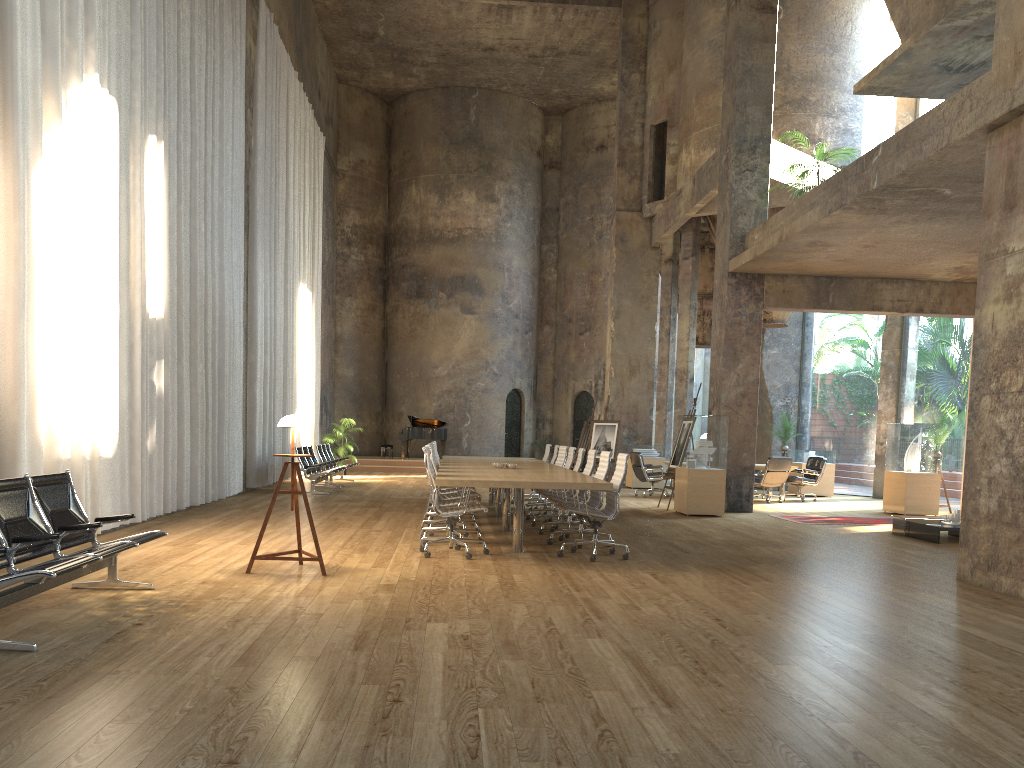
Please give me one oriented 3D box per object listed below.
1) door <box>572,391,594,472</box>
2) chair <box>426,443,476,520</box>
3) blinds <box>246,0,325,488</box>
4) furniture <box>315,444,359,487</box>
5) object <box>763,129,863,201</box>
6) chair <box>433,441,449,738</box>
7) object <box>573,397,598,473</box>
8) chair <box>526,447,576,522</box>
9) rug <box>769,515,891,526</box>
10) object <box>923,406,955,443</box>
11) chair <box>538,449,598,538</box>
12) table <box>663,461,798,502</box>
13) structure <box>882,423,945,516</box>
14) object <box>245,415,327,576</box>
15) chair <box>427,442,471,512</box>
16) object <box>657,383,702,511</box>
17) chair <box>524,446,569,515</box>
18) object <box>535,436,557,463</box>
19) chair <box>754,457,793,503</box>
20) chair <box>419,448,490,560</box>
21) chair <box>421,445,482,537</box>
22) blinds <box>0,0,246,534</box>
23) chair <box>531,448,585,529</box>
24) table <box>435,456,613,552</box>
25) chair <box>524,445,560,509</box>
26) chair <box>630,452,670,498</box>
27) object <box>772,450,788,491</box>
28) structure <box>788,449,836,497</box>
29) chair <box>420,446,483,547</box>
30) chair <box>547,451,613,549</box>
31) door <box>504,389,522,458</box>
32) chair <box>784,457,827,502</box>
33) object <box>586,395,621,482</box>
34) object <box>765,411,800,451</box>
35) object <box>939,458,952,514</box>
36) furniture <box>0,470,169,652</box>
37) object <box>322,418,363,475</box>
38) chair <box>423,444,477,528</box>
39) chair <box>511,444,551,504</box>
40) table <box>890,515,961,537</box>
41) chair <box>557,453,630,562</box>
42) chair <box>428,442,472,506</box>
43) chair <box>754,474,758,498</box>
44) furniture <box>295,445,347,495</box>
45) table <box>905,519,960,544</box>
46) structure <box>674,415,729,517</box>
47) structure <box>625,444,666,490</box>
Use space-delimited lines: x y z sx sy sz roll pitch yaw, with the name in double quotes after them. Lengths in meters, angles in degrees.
2.342 1.536 28.396 0.898 2.651 0.110 5 5 38 "door"
-0.836 1.327 12.004 0.699 1.033 0.661 2 2 4 "chair"
-4.732 -2.265 19.250 0.275 8.704 7.787 1 1 -3 "blinds"
-3.732 1.722 18.887 0.708 0.846 1.864 2 -2 -4 "furniture"
4.648 -2.878 13.445 1.401 1.822 1.349 2 2 2 "object"
1.806 1.572 14.895 12.952 1.038 31.381 2 -3 -4 "chair"
1.822 1.402 21.470 0.683 2.163 0.697 3 4 22 "object"
0.552 1.378 12.200 0.699 1.033 0.661 2 2 1 "chair"
5.344 2.091 13.439 2.462 0.009 1.341 2 -3 -4 "rug"
7.414 0.829 15.375 0.688 0.946 0.854 1 1 -13 "object"
0.674 1.282 10.430 0.699 1.033 0.661 2 2 1 "chair"
4.319 1.949 17.571 2.410 0.705 1.100 2 -1 -4 "table"
6.793 1.447 14.904 0.594 1.559 0.737 1 3 -4 "structure"
-1.722 0.903 7.168 0.569 1.307 0.656 3 3 29 "object"
-0.901 1.376 12.898 0.699 1.033 0.661 2 2 1 "chair"
2.868 1.044 14.579 0.685 2.163 0.695 1 4 -5 "object"
0.493 1.429 13.129 0.699 1.033 0.661 1 2 -4 "chair"
1.110 2.184 28.787 0.911 0.998 0.903 2 1 7 "object"
4.877 1.833 16.913 0.730 0.899 0.817 1 1 -30 "chair"
-0.555 1.138 8.491 0.699 1.033 0.661 2 2 1 "chair"
-0.703 1.230 10.200 0.699 1.033 0.661 1 2 -4 "chair"
-4.137 -2.732 10.650 0.275 8.704 7.787 1 1 -3 "blinds"
0.610 1.331 11.324 0.699 1.033 0.661 2 2 4 "chair"
-0.159 1.463 11.740 1.601 0.762 7.684 2 -3 -4 "table"
0.426 1.475 13.980 0.699 1.033 0.661 2 2 4 "chair"
2.771 1.804 17.465 0.821 0.899 0.726 1 1 -8 "chair"
6.380 2.030 20.346 0.569 0.979 0.657 3 3 32 "object"
6.590 1.958 19.350 0.735 1.022 0.739 2 2 -4 "structure"
-0.644 1.184 9.348 0.699 1.033 0.661 2 2 4 "chair"
0.739 1.233 9.517 0.699 1.033 0.661 2 2 -1 "chair"
-0.012 1.291 28.226 0.091 2.314 0.901 6 5 44 "door"
5.807 1.902 17.665 0.821 0.899 0.725 1 1 -10 "chair"
2.057 1.303 19.598 0.699 2.163 0.681 4 4 28 "object"
6.246 1.074 20.339 0.859 0.947 0.684 2 2 -1 "object"
7.326 1.781 15.439 0.658 0.979 0.567 0 3 -40 "object"
-2.740 0.989 5.348 0.708 0.846 1.864 2 -2 -4 "furniture"
-4.323 1.595 22.347 1.092 1.467 1.122 1 2 -13 "object"
-0.778 1.280 11.127 0.699 1.033 0.661 2 2 1 "chair"
0.331 1.520 14.837 0.699 1.033 0.661 2 2 1 "chair"
5.488 1.875 11.569 0.860 0.248 0.368 2 -1 -4 "table"
0.802 1.181 8.573 0.699 1.033 0.661 2 2 2 "chair"
-0.966 1.425 13.811 0.699 1.033 0.661 2 2 -1 "chair"
4.780 1.912 18.356 0.730 0.899 0.817 2 1 -3 "chair"
-3.568 1.593 16.511 0.708 0.846 1.864 2 -2 -4 "furniture"
5.513 1.877 11.203 0.790 0.204 1.106 2 -3 -4 "table"
2.943 1.270 13.714 0.594 1.559 0.737 1 3 -4 "structure"
3.093 1.917 20.413 0.743 1.022 0.731 2 2 -4 "structure"
